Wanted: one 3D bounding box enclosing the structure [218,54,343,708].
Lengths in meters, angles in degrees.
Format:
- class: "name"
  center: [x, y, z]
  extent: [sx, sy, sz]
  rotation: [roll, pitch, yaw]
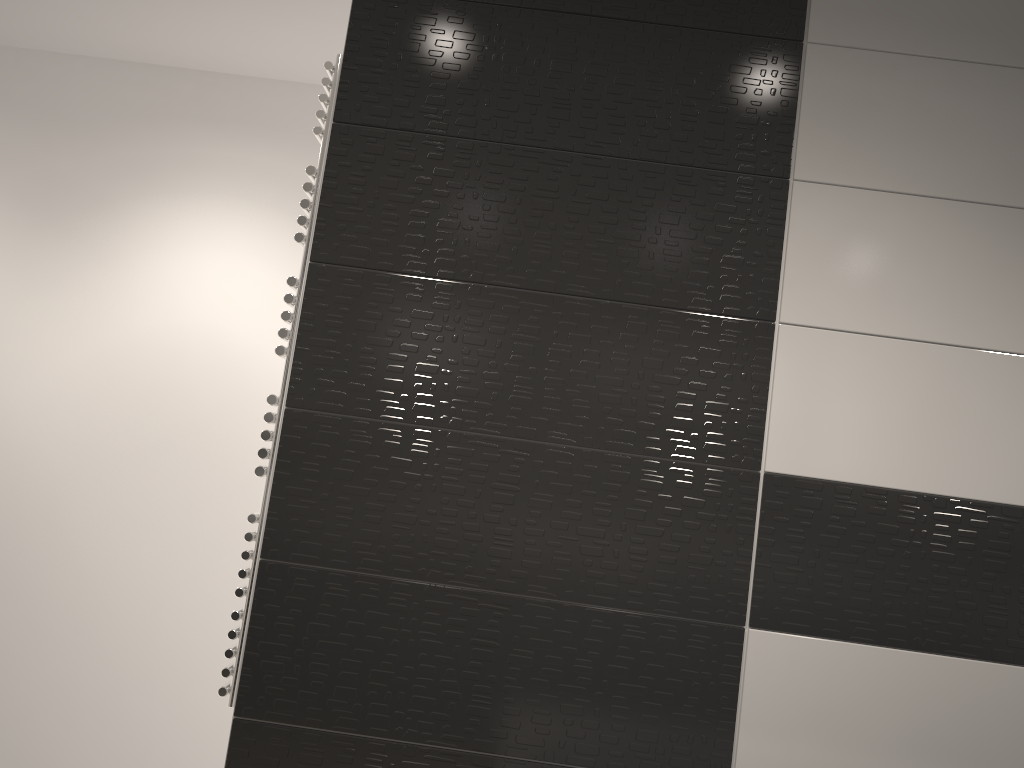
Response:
- class: "structure"
  center: [-0.444, -0.015, 1.956]
  extent: [0.039, 1.297, 0.471]
  rotation: [8, -7, 1]
